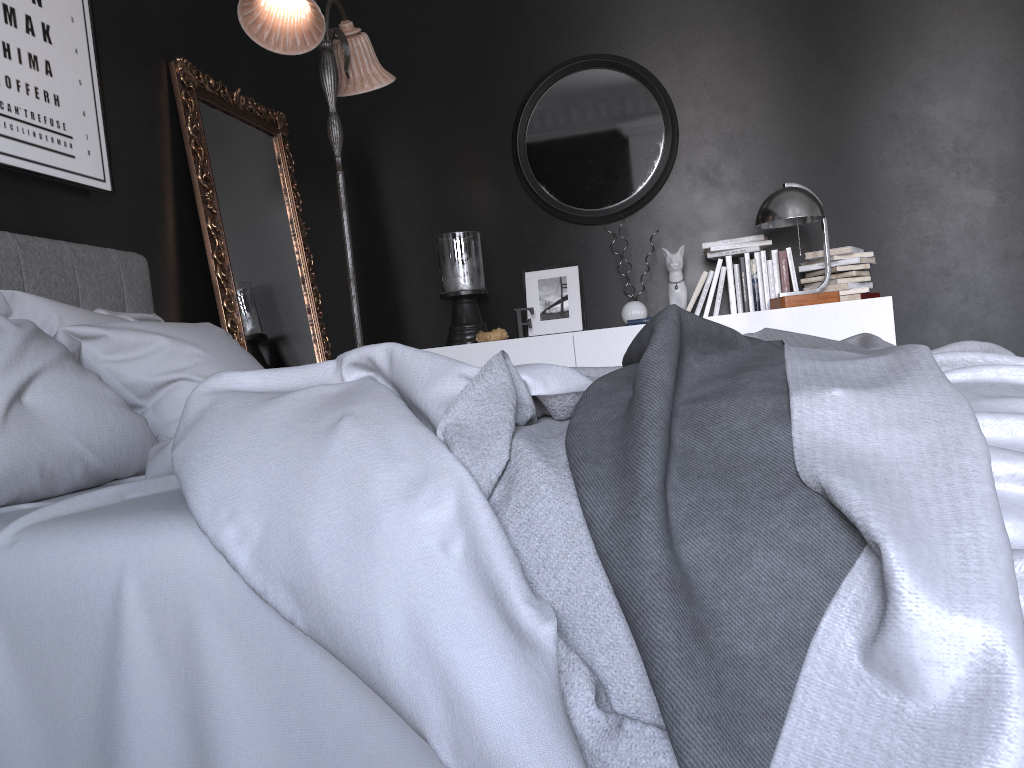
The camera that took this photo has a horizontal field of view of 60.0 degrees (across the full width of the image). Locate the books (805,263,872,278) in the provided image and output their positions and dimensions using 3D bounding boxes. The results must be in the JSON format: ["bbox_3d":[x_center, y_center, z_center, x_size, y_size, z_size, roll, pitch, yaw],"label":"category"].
[{"bbox_3d":[1.633,-0.568,4.455,0.193,0.030,0.289,-6,1,-14],"label":"books"}]

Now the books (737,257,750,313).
[{"bbox_3d":[1.185,-0.497,4.541,0.030,0.290,0.192,-6,2,12],"label":"books"}]

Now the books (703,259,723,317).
[{"bbox_3d":[1.040,-0.487,4.597,0.126,0.296,0.220,-6,2,12],"label":"books"}]

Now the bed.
[{"bbox_3d":[-0.040,0.066,1.978,3.283,1.299,2.763,-6,1,1],"label":"bed"}]

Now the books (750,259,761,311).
[{"bbox_3d":[1.235,-0.490,4.514,0.029,0.270,0.204,-6,2,12],"label":"books"}]

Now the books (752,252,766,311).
[{"bbox_3d":[1.272,-0.516,4.573,0.030,0.307,0.221,-6,2,12],"label":"books"}]

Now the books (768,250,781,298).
[{"bbox_3d":[1.354,-0.524,4.555,0.030,0.307,0.221,-6,2,12],"label":"books"}]

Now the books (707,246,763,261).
[{"bbox_3d":[1.151,-0.672,4.563,0.259,0.026,0.195,-6,1,22],"label":"books"}]

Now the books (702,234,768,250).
[{"bbox_3d":[1.156,-0.726,4.585,0.306,0.030,0.220,-6,1,22],"label":"books"}]

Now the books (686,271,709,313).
[{"bbox_3d":[0.949,-0.452,4.589,0.158,0.246,0.202,-6,2,12],"label":"books"}]

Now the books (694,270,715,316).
[{"bbox_3d":[0.996,-0.456,4.610,0.132,0.245,0.195,-6,2,12],"label":"books"}]

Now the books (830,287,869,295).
[{"bbox_3d":[1.666,-0.453,4.440,0.229,0.025,0.318,-6,1,22],"label":"books"}]

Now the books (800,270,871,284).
[{"bbox_3d":[1.627,-0.538,4.469,0.290,0.030,0.192,-5,2,44],"label":"books"}]

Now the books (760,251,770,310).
[{"bbox_3d":[1.292,-0.517,4.541,0.024,0.307,0.220,-6,2,12],"label":"books"}]

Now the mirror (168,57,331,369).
[{"bbox_3d":[-1.104,-0.316,4.216,0.254,2.193,0.990,-6,2,12],"label":"mirror"}]

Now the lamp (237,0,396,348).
[{"bbox_3d":[-0.677,-0.468,3.732,0.773,2.413,0.985,-4,3,45],"label":"lamp"}]

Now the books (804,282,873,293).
[{"bbox_3d":[1.638,-0.479,4.453,0.229,0.031,0.318,-5,2,42],"label":"books"}]

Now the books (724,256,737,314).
[{"bbox_3d":[1.136,-0.502,4.604,0.030,0.307,0.221,-6,2,12],"label":"books"}]

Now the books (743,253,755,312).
[{"bbox_3d":[1.216,-0.510,4.557,0.024,0.307,0.220,-6,2,12],"label":"books"}]

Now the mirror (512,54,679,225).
[{"bbox_3d":[0.450,-1.347,4.884,0.924,0.925,0.061,-6,2,12],"label":"mirror"}]

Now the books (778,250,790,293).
[{"bbox_3d":[1.383,-0.521,4.523,0.038,0.295,0.235,-6,2,12],"label":"books"}]

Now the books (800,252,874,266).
[{"bbox_3d":[1.634,-0.626,4.478,0.220,0.024,0.307,-6,1,-13],"label":"books"}]

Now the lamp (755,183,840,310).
[{"bbox_3d":[1.343,-0.659,4.217,0.340,0.591,0.328,-6,2,-8],"label":"lamp"}]

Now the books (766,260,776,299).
[{"bbox_3d":[1.323,-0.497,4.537,0.026,0.259,0.195,-6,2,12],"label":"books"}]

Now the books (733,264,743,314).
[{"bbox_3d":[1.165,-0.480,4.572,0.026,0.259,0.195,-6,2,12],"label":"books"}]

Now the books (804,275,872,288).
[{"bbox_3d":[1.634,-0.508,4.461,0.203,0.029,0.268,-6,1,-18],"label":"books"}]

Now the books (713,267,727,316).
[{"bbox_3d":[1.074,-0.470,4.592,0.091,0.256,0.195,-6,2,12],"label":"books"}]

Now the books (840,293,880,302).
[{"bbox_3d":[1.674,-0.422,4.431,0.235,0.038,0.294,-5,2,39],"label":"books"}]

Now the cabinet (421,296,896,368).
[{"bbox_3d":[0.670,0.145,4.585,2.397,0.883,0.569,-6,2,12],"label":"cabinet"}]

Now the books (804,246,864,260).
[{"bbox_3d":[1.616,-0.650,4.439,0.221,0.030,0.306,-5,1,32],"label":"books"}]

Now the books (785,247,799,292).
[{"bbox_3d":[1.424,-0.531,4.512,0.050,0.308,0.220,-6,2,12],"label":"books"}]

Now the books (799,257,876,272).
[{"bbox_3d":[1.635,-0.599,4.458,0.306,0.030,0.220,-5,2,42],"label":"books"}]

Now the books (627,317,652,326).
[{"bbox_3d":[0.725,-0.315,4.367,0.289,0.030,0.192,-6,1,18],"label":"books"}]

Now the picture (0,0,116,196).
[{"bbox_3d":[-1.582,-1.201,2.810,0.014,1.079,0.791,-6,2,12],"label":"picture"}]

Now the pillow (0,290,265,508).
[{"bbox_3d":[-1.128,-0.010,2.267,0.680,0.760,1.828,-6,1,12],"label":"pillow"}]

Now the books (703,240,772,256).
[{"bbox_3d":[1.155,-0.698,4.559,0.307,0.024,0.220,-6,1,2],"label":"books"}]
